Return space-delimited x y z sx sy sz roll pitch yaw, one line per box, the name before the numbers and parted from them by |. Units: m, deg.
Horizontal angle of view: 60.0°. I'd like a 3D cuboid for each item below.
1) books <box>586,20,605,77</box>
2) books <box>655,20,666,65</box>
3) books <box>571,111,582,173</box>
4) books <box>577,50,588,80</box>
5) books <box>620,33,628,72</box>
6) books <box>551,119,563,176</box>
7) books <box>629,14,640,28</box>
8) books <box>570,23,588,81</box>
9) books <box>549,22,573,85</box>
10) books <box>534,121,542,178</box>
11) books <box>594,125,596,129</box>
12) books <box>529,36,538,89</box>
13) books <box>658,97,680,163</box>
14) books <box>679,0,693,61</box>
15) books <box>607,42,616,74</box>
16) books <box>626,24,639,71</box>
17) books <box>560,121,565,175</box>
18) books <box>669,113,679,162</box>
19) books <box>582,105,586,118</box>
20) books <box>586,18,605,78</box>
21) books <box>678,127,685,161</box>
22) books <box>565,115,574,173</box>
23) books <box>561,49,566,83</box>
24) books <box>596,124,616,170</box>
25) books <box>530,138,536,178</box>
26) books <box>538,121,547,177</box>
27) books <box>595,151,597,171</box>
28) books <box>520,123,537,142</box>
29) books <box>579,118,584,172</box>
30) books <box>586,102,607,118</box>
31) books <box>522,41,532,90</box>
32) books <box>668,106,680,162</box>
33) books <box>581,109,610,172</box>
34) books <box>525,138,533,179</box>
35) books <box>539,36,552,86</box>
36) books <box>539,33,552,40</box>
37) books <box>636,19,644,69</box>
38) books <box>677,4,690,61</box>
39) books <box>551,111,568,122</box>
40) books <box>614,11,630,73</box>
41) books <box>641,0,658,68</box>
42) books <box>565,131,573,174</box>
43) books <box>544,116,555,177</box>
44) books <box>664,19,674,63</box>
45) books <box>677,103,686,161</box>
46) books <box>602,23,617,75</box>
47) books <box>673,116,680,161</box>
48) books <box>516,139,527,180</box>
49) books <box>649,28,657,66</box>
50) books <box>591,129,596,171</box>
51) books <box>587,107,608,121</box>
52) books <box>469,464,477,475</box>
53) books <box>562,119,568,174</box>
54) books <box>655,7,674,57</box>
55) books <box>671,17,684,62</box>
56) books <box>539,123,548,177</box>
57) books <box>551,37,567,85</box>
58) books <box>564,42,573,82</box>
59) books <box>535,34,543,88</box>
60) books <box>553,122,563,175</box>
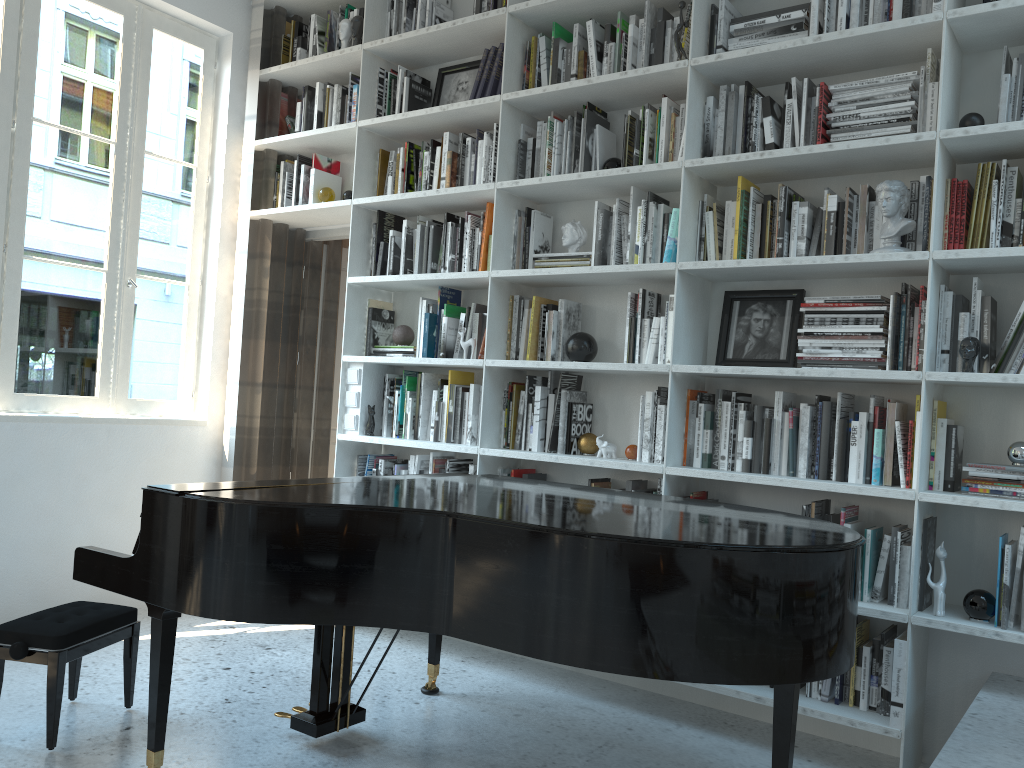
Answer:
books | 0.373 -1.319 3.633 0.075 0.285 0.178 3 -1 35
books | 0.616 -1.274 3.464 0.030 0.218 0.182 3 -1 35
books | 0.300 -0.959 3.667 0.011 0.291 0.176 3 -1 35
books | 0.325 -1.268 3.686 0.034 0.180 0.160 3 -1 35
books | 0.483 -1.275 3.562 0.010 0.208 0.173 3 -1 35
books | 0.223 -0.948 3.705 0.009 0.263 0.189 3 -1 36
books | 0.508 -1.313 3.563 0.026 0.286 0.137 3 -1 35
books | 0.299 -1.326 3.695 0.023 0.293 0.156 3 -1 35
books | 0.214 -1.341 3.747 0.012 0.315 0.171 3 -1 35
books | 0.152 -0.959 3.779 0.026 0.279 0.151 3 -1 35
books | 0.368 -0.927 3.652 0.009 0.237 0.134 3 -1 35
books | 0.127 -1.329 3.822 0.013 0.283 0.158 3 -1 35
books | 0.625 -0.940 3.439 0.022 0.284 0.190 3 -1 35
books | 0.703 -1.312 3.404 0.058 0.302 0.175 3 -1 35
books | 0.438 -1.263 3.594 0.028 0.180 0.168 3 -1 35
books | 0.511 -1.283 3.529 0.021 0.226 0.191 3 -1 35
books | 0.255 -0.945 3.714 0.010 0.261 0.169 3 -1 35
books | 0.652 -0.911 3.432 0.011 0.229 0.166 3 -1 35
books | 0.324 -0.972 3.667 0.004 0.321 0.153 3 -1 35
books | 0.353 -1.334 3.680 0.013 0.315 0.135 3 -1 35
books | 0.702 -0.913 3.358 0.064 0.237 0.209 3 -1 35
books | 0.274 -0.954 3.688 0.011 0.279 0.169 3 -1 35
books | 0.258 -1.282 3.731 0.024 0.201 0.153 3 -1 35
books | 0.386 -0.924 3.618 0.031 0.232 0.148 3 -1 35
books | 0.132 -0.930 3.816 0.024 0.219 0.140 3 -1 35
books | 0.165 -0.957 3.765 0.012 0.276 0.157 3 -1 35
books | 0.377 -0.913 3.634 0.004 0.209 0.132 3 -1 35
books | 0.080 -0.965 3.847 0.012 0.285 0.159 3 -1 35
books | 0.324 -0.942 3.657 0.010 0.262 0.158 3 -1 35
books | 0.342 -0.976 3.658 0.005 0.331 0.161 3 -1 35
books | 0.103 -1.317 3.821 0.023 0.256 0.175 3 -1 35
books | 0.642 -0.925 3.435 0.010 0.257 0.140 3 -1 35
books | 0.342 -0.955 3.630 0.011 0.287 0.189 3 -1 35
books | 0.111 -0.933 3.833 0.029 0.225 0.136 3 -1 35
books | 0.181 -1.322 3.789 0.067 0.274 0.168 3 -1 35
books | 0.150 -1.340 3.832 0.014 0.309 0.130 3 -1 35
books | 0.543 -1.299 3.530 0.028 0.261 0.135 3 -1 35
books | 0.689 -1.294 3.412 0.055 0.264 0.167 3 -1 35
books | 0.203 -0.975 3.757 0.011 0.317 0.154 3 -1 35
books | 0.458 -1.326 3.584 0.012 0.308 0.145 3 -1 35
books | 0.563 -1.324 3.500 0.011 0.313 0.183 3 -1 35
books | 0.277 -0.919 3.675 0.011 0.209 0.181 3 -1 35
books | 0.197 -0.960 3.733 0.010 0.283 0.184 3 -1 35
books | 0.639 -1.275 3.452 0.022 0.222 0.161 3 -1 35
books | 0.680 -0.924 3.401 0.022 0.257 0.155 3 -1 35
books | 0.423 -1.306 3.616 0.027 0.265 0.168 3 -1 35
books | 0.665 -0.903 3.422 0.024 0.216 0.142 3 -1 35
books | 0.079 -0.927 3.825 0.015 0.207 0.186 3 -1 35
books | 0.586 -1.273 3.506 0.024 0.213 0.150 3 -1 35
books | 0.372 -0.918 3.640 0.012 0.218 0.151 3 -1 35
books | 0.345 -0.963 3.654 0.005 0.305 0.162 3 -1 35
books | -0.148 0.499 3.924 0.025 0.288 0.130 3 -1 35
books | 0.262 -0.945 3.689 0.009 0.261 0.180 3 -1 36
books | 0.609 -1.310 3.495 0.022 0.290 0.146 3 -1 35
books | 0.667 -1.281 3.451 0.024 0.237 0.153 3 -1 35
books | 0.180 -0.950 3.756 0.024 0.262 0.177 3 -1 35
books | 0.229 -1.304 3.736 0.031 0.242 0.181 3 -1 35
books | 0.276 -1.290 3.710 0.029 0.219 0.157 3 -1 35
books | 0.146 -1.330 3.806 0.010 0.287 0.148 3 -1 35
books | 0.232 -0.942 3.701 0.012 0.251 0.184 3 -1 35
